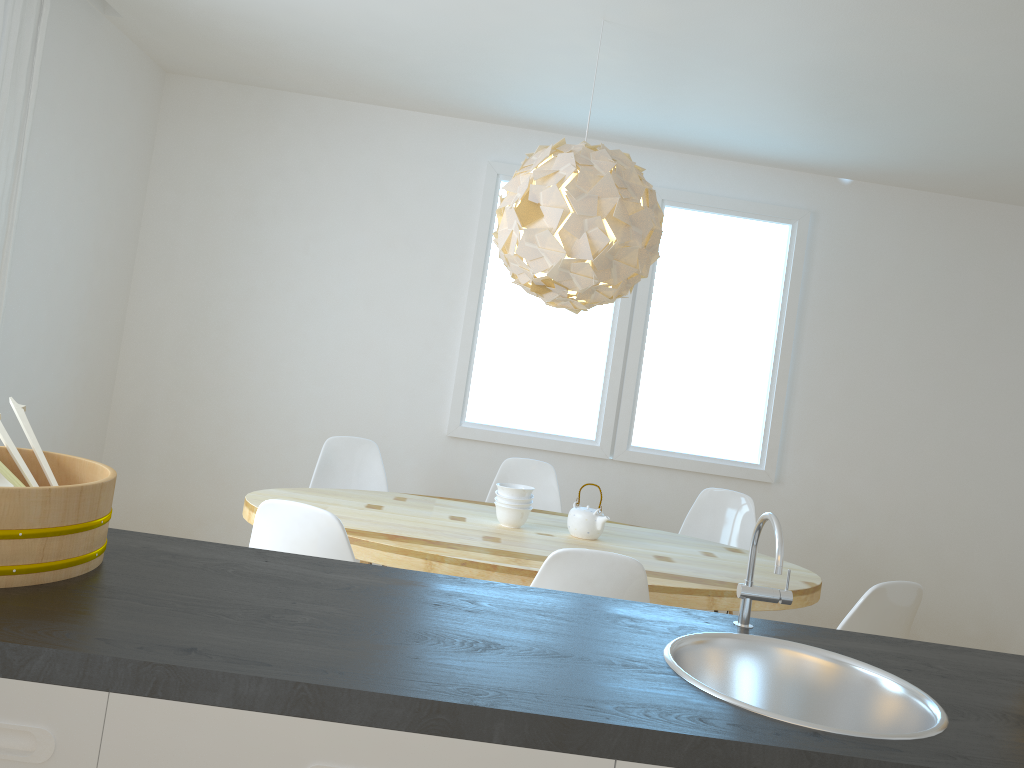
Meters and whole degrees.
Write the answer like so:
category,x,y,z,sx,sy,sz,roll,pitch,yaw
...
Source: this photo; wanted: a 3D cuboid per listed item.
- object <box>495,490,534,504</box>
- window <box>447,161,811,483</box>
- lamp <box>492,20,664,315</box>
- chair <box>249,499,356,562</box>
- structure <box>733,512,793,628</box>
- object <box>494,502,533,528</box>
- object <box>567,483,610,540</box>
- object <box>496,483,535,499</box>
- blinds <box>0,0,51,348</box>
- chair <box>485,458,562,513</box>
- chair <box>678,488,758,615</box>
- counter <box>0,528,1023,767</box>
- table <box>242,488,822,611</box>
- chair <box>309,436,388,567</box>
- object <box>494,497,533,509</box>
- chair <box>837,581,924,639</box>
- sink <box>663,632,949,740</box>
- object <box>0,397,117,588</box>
category,x,y,z,sx,sy,sz,roll,pitch,yaw
object,0.004,0.467,3.453,0.152,0.096,0.150,8,0,15
window,0.686,-0.082,3.841,1.879,2.057,2.547,8,0,-2
lamp,0.286,-0.828,3.362,0.639,1.137,0.646,8,-1,-3
chair,-0.559,0.772,2.610,0.431,0.903,0.521,8,-1,18
structure,0.465,0.335,1.540,0.097,0.215,0.162,8,-1,-2
object,0.000,0.514,3.457,0.152,0.083,0.151,9,1,37
object,0.297,0.493,3.442,0.147,0.212,0.177,8,-1,-3
object,0.007,0.439,3.457,0.152,0.087,0.151,9,0,26
blinds,-1.959,-0.700,3.247,0.150,2.164,0.793,8,-2,-2
chair,0.031,0.825,4.107,0.430,0.903,0.522,8,-1,-2
chair,0.873,0.950,4.067,0.431,0.903,0.520,8,-2,28
counter,0.115,0.416,1.350,2.399,0.040,0.600,8,1,-2
table,0.035,0.930,3.351,2.188,0.727,1.193,8,0,-3
chair,-0.709,0.719,3.961,0.428,0.903,0.524,9,-2,-27
object,0.002,0.491,3.455,0.152,0.093,0.150,9,0,37
chair,0.913,0.987,2.739,0.428,0.903,0.524,9,-2,-32
sink,0.420,0.516,1.324,0.406,0.157,0.402,9,1,40
object,-0.833,0.149,1.363,0.431,0.214,0.377,9,1,26
